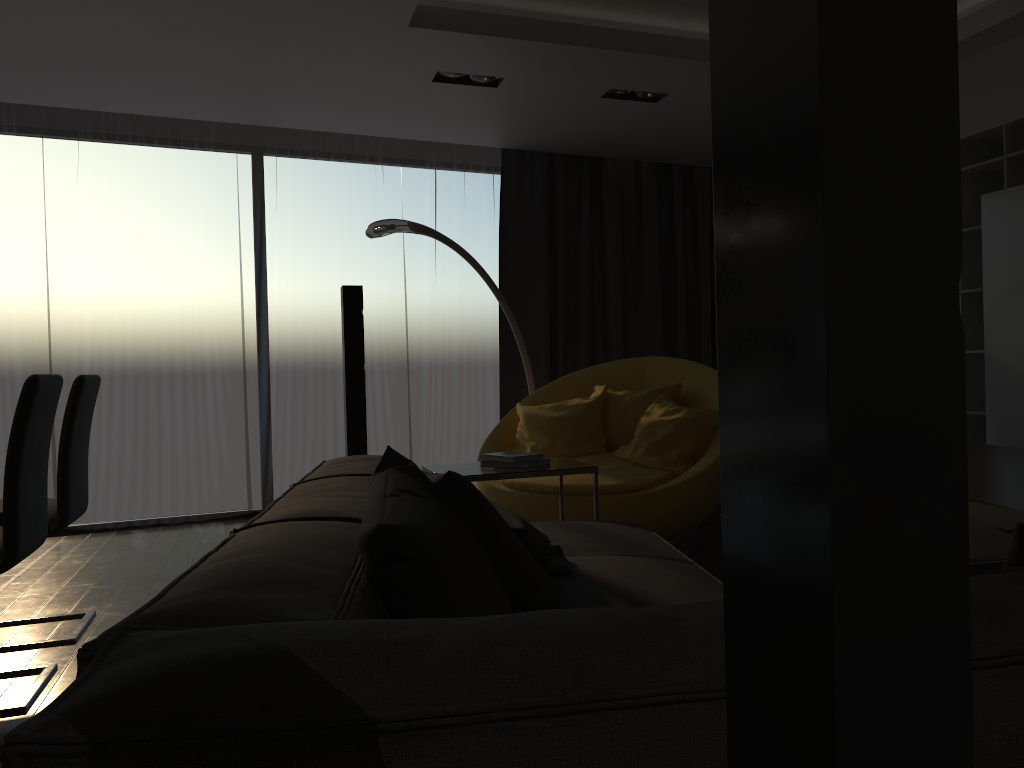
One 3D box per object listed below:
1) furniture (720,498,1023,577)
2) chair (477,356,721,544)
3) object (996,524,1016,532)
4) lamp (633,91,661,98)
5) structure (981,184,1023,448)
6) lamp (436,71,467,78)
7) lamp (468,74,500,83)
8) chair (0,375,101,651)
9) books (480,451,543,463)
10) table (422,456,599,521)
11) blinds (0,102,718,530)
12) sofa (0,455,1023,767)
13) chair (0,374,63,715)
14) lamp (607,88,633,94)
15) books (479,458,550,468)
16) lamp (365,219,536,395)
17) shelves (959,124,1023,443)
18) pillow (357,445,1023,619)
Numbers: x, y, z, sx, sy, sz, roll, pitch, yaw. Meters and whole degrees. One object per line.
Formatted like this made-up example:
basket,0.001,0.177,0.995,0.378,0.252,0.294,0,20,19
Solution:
furniture,1.366,0.635,2.931,1.114,0.440,1.077,-2,1,-8
chair,0.533,0.350,4.843,1.439,1.005,1.196,-1,1,38
object,1.566,0.434,2.675,0.215,0.015,0.049,-2,1,-20
lamp,0.790,-1.704,5.090,0.179,0.077,0.174,-2,1,-6
structure,2.935,-0.077,3.220,0.496,1.766,2.788,-2,1,-16
lamp,-0.323,-1.670,4.674,0.184,0.077,0.169,-2,1,-23
lamp,-0.148,-1.675,4.739,0.179,0.077,0.174,-2,1,-6
chair,-1.865,0.454,3.268,0.592,0.964,0.413,-2,1,-19
books,-0.001,0.289,3.505,0.164,0.022,0.194,-2,1,-42
table,-0.010,0.605,3.488,0.622,0.563,0.435,-2,1,-19
blinds,-1.709,-0.542,5.705,7.836,2.894,0.715,-2,1,-27
sofa,0.793,0.534,2.048,2.787,0.704,2.440,-2,1,-9
chair,-1.682,0.460,2.616,0.592,0.964,0.413,-2,1,-19
lamp,0.615,-1.699,5.024,0.177,0.077,0.177,-1,1,1
books,0.012,0.312,3.498,0.221,0.023,0.170,-1,1,31
lamp,0.850,-0.067,6.214,4.471,1.779,0.550,-2,1,-39
shelves,2.681,-0.490,4.279,0.392,1.600,1.858,-2,1,-16
pillow,0.374,0.300,1.492,1.998,0.431,1.109,-1,1,33
